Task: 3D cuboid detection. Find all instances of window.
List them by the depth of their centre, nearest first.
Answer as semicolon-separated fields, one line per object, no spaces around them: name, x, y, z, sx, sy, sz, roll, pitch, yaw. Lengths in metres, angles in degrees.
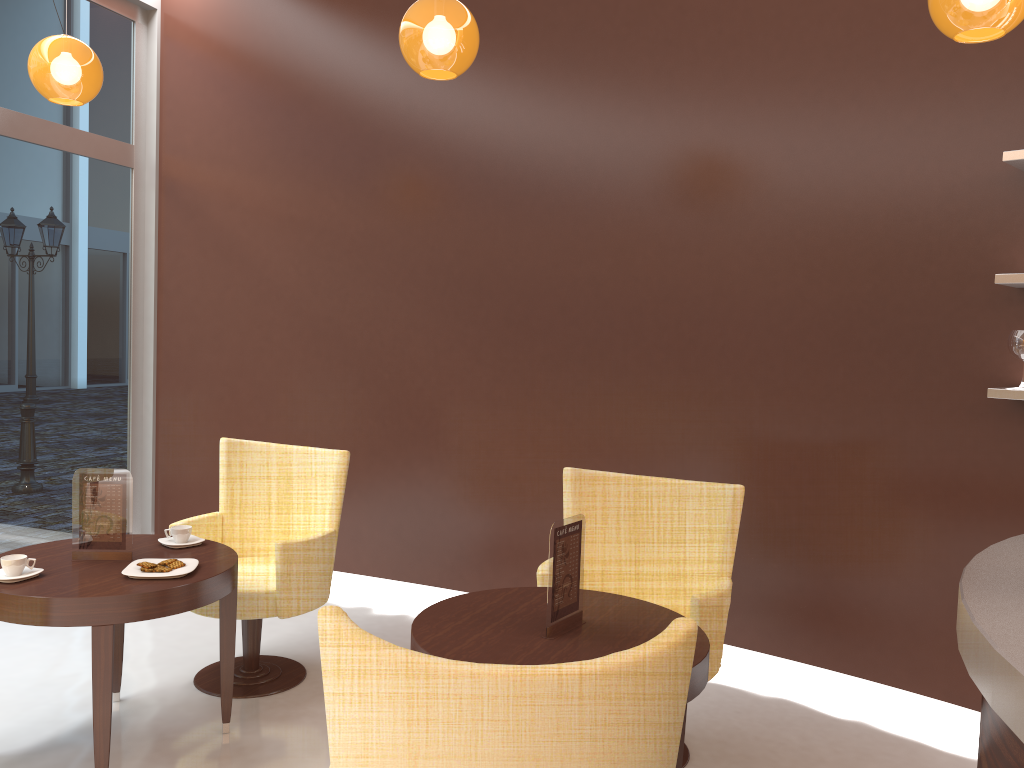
window;-3.769;-0.435;1.829;0.040;3.380;8.200;3;3;20

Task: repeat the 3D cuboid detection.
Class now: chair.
chair;-0.030;0.937;1.856;0.729;1.017;0.685;2;3;-2
chair;0.464;0.869;3.376;0.729;1.017;0.685;4;4;27
chair;-1.110;0.783;3.933;0.729;1.017;0.685;3;4;23

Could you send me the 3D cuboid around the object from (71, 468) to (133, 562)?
object;-1.481;0.472;3.209;0.209;0.335;0.042;2;3;-5

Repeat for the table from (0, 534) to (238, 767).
table;-1.458;0.980;3.223;0.872;0.679;0.874;1;4;-24

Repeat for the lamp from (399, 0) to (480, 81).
lamp;-0.248;-1.897;3.256;0.299;1.500;0.299;2;3;-2

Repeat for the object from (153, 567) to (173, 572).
object;-1.205;0.641;3.062;0.055;0.014;0.053;2;3;3

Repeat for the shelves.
shelves;2.935;-0.247;1.285;0.586;0.902;4.744;1;4;-23

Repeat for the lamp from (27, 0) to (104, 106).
lamp;-1.939;-1.990;3.865;0.299;1.500;0.299;1;3;-13

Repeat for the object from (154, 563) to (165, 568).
object;-1.250;0.641;3.110;0.054;0.018;0.051;2;3;7

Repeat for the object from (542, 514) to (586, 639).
object;0.162;0.562;2.629;0.042;0.335;0.209;4;4;34

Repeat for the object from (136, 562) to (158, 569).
object;-1.269;0.630;3.084;0.055;0.016;0.052;3;3;19

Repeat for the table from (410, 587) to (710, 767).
table;0.128;1.067;2.661;0.872;0.679;0.874;1;4;-24

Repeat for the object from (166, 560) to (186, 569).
object;-1.184;0.637;3.125;0.055;0.018;0.052;5;4;44

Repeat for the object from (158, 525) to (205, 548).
object;-1.298;0.596;3.484;0.153;0.069;0.153;5;4;42

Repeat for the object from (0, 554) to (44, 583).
object;-1.666;0.613;2.963;0.153;0.069;0.153;3;3;20

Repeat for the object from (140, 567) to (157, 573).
object;-1.250;0.640;3.055;0.054;0.018;0.051;1;3;-23

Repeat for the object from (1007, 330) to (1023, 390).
object;1.921;-0.089;3.320;0.125;0.221;0.125;5;5;45

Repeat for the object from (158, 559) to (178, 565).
object;-1.223;0.633;3.149;0.054;0.018;0.051;3;3;18

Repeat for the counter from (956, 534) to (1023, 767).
counter;1.541;1.010;0.803;1.586;1.100;2.917;0;4;-25

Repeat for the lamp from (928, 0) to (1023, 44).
lamp;1.443;-1.803;2.646;0.299;1.500;0.299;2;3;-2

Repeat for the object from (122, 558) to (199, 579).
object;-1.225;0.646;3.097;0.234;0.020;0.234;1;3;-9
